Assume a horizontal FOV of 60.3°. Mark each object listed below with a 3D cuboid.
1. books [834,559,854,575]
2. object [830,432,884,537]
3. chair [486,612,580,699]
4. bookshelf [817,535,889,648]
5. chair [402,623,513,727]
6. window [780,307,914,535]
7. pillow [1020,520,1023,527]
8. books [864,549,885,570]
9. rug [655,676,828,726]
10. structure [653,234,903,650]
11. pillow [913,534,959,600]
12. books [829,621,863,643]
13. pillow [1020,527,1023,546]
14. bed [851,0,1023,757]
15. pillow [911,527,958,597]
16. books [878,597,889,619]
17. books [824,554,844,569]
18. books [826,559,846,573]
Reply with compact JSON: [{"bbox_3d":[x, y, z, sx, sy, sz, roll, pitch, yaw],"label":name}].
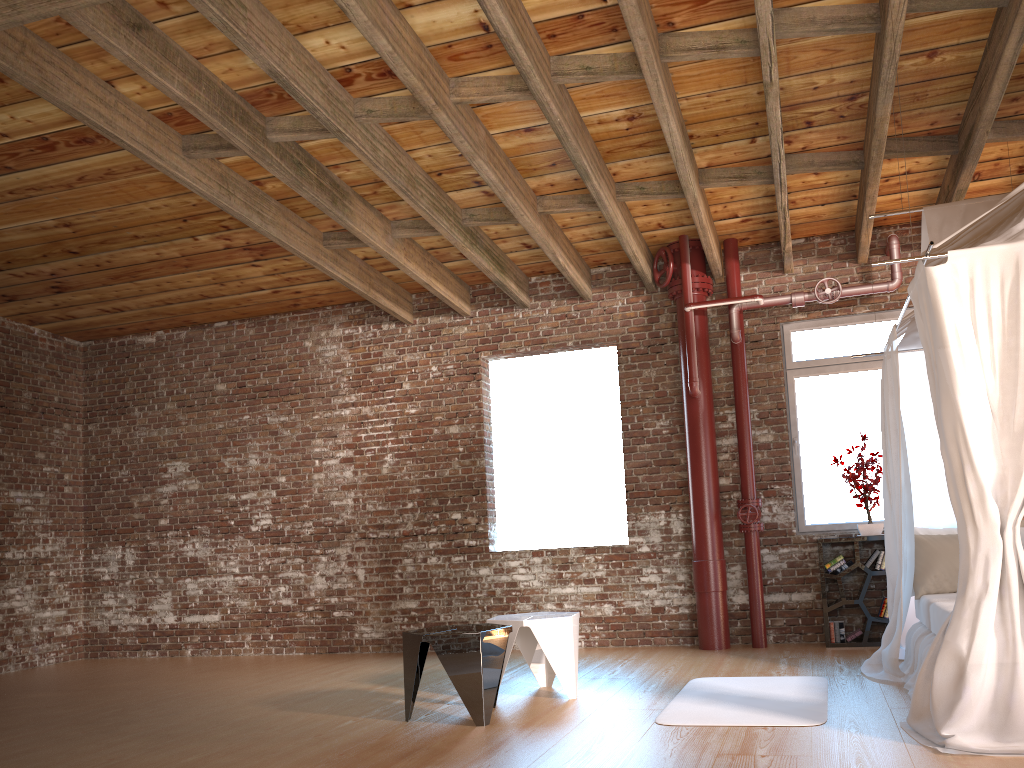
[{"bbox_3d":[2.618,1.446,6.959,0.153,0.113,0.138,-6,-9,17],"label":"books"},{"bbox_3d":[2.771,0.794,7.024,0.407,0.833,0.408,-4,-6,13],"label":"object"},{"bbox_3d":[0.148,1.693,5.497,0.625,0.486,0.533,0,-9,-19],"label":"chair"},{"bbox_3d":[2.877,1.619,6.942,0.836,0.838,0.302,-5,-6,16],"label":"bookshelf"},{"bbox_3d":[-0.295,1.611,4.908,0.547,0.486,0.609,1,-10,-29],"label":"chair"},{"bbox_3d":[2.934,0.305,7.293,1.314,1.833,0.173,-5,-6,16],"label":"window"},{"bbox_3d":[3.428,1.048,5.584,0.617,0.490,0.215,-6,-7,16],"label":"pillow"},{"bbox_3d":[2.874,1.372,6.888,0.238,0.164,0.138,-6,-8,17],"label":"books"},{"bbox_3d":[1.334,1.764,4.965,0.840,0.007,1.483,-7,-11,18],"label":"rug"},{"bbox_3d":[2.192,0.372,7.111,1.953,3.435,0.595,-5,-6,16],"label":"structure"},{"bbox_3d":[2.818,1.128,5.541,0.599,0.411,0.370,-5,-8,14],"label":"pillow"},{"bbox_3d":[2.621,1.942,6.918,0.244,0.158,0.138,-6,-8,17],"label":"books"},{"bbox_3d":[3.367,1.031,5.386,0.598,0.400,0.360,-5,-8,14],"label":"pillow"},{"bbox_3d":[3.034,-0.316,4.694,2.439,3.849,2.756,-5,-7,17],"label":"bed"},{"bbox_3d":[2.881,1.123,5.733,0.618,0.489,0.205,-6,-7,17],"label":"pillow"},{"bbox_3d":[2.942,1.738,6.838,0.198,0.179,0.138,-6,-8,17],"label":"books"},{"bbox_3d":[2.549,1.406,6.982,0.150,0.108,0.138,-6,-9,17],"label":"books"},{"bbox_3d":[2.563,1.440,6.975,0.150,0.108,0.138,-6,-9,17],"label":"books"}]
